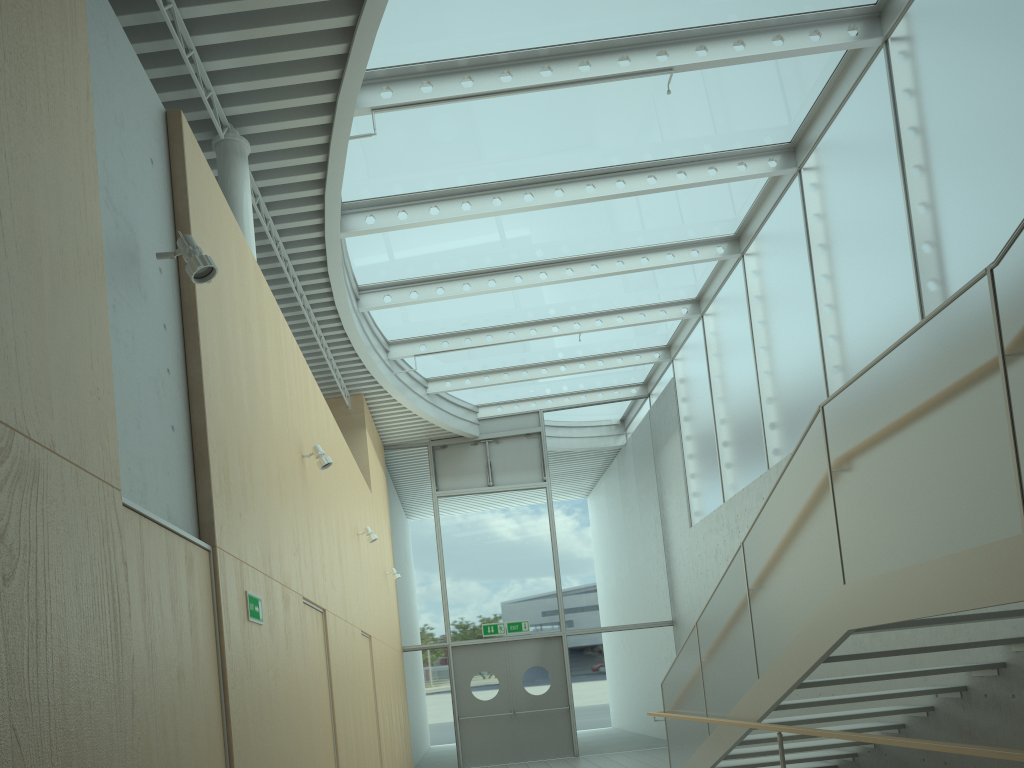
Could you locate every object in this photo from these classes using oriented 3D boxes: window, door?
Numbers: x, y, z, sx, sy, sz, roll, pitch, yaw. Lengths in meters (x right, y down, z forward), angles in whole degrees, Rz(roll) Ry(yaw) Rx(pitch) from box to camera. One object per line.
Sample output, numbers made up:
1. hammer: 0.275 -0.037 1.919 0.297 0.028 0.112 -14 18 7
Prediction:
1. window: 0.834 1.161 9.171 4.776 6.046 16.659 -5 -18 -5
2. door: 0.016 5.448 14.568 1.919 2.058 0.179 -5 -4 -3
3. window: 2.839 -0.530 9.385 0.030 2.646 16.477 -6 -19 -5
4. window: 0.387 3.432 14.730 4.850 6.138 0.112 -5 -3 -3

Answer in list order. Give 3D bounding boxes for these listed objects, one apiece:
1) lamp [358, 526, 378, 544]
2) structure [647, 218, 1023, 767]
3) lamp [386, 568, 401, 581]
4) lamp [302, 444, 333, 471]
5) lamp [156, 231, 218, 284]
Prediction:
1. lamp: -1.611 1.677 9.467 0.231 0.191 0.147 0 -11 -23
2. structure: 2.643 0.341 3.318 1.883 4.060 13.276 -5 -18 -5
3. lamp: -1.765 2.818 12.604 0.231 0.191 0.147 0 -11 -23
4. lamp: -1.458 0.543 6.351 0.231 0.191 0.147 0 -11 -23
5. lamp: -1.315 -0.517 3.437 0.231 0.191 0.147 0 -11 -23
